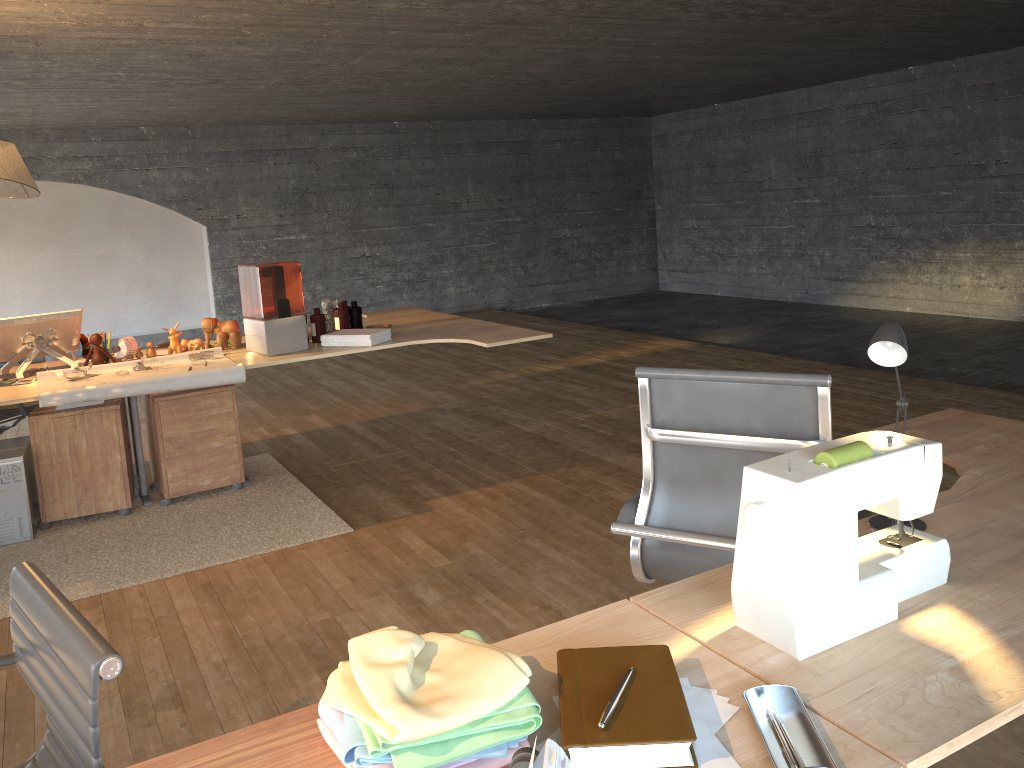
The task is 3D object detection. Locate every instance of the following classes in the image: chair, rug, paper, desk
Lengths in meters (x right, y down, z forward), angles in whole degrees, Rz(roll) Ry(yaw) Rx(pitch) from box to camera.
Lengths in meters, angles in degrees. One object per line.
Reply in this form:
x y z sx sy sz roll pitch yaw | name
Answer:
0.596 0.422 2.213 0.653 1.003 0.693 1 9 31 | chair
-2.055 0.716 4.146 2.214 0.005 1.614 -10 13 -28 | rug
-0.816 0.804 1.230 0.691 0.849 0.655 -12 11 -41 | chair
-1.748 -0.031 4.151 0.856 0.112 0.587 -10 13 -27 | paper
-2.788 0.219 4.731 0.652 0.849 0.694 -1 9 18 | chair
-0.135 0.737 1.624 3.528 0.730 1.649 -10 12 -27 | desk
-1.749 0.241 4.569 3.490 0.729 3.287 -10 13 -28 | desk

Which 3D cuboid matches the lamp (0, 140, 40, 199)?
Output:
-3.269 0.380 1.491 0.385 1.907 6.333 -2 11 18 | lamp

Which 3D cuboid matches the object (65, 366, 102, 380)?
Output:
-2.020 -0.060 4.162 0.054 0.063 0.161 1 12 28 | object

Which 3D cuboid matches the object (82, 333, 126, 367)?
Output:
-2.068 -0.168 4.421 0.225 0.176 0.095 -4 8 0 | object

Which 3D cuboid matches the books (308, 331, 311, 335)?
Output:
-1.336 -0.291 5.088 0.319 0.044 0.310 -9 13 -23 | books

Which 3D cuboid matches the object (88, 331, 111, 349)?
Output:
-2.089 -0.184 4.497 0.101 0.174 0.105 -11 10 -41 | object

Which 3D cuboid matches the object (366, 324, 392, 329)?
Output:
-0.730 -0.293 4.861 0.147 0.054 0.148 5 14 37 | object

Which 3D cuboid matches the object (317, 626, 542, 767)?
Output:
-0.112 0.396 1.142 0.254 0.128 0.258 -9 12 -25 | object

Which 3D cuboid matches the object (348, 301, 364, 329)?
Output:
-0.884 -0.375 4.983 0.080 0.185 0.080 -7 8 -20 | object

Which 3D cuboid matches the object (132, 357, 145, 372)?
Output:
-1.819 -0.099 4.295 0.049 0.055 0.131 -9 12 -27 | object

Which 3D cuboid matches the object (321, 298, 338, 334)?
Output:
-1.023 -0.376 4.989 0.095 0.212 0.099 -8 8 -30 | object

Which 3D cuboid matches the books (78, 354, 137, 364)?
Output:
-2.156 -0.136 4.696 0.217 0.012 0.331 -14 15 -40 | books

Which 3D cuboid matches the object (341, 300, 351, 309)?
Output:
-0.955 -0.385 5.053 0.080 0.185 0.080 -7 8 -20 | object

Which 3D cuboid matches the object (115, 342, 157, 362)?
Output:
-1.960 -0.181 4.587 0.216 0.119 0.075 -6 8 -9 | object

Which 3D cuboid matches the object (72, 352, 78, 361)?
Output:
-2.355 -0.188 4.728 0.046 0.130 0.045 -9 8 -33 | object

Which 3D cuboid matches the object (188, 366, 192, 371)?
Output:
-1.523 -0.072 4.177 0.012 0.009 0.127 -7 12 -14 | object

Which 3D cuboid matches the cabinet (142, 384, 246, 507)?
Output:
-1.712 0.292 4.707 0.429 0.565 0.429 -9 10 -30 | cabinet

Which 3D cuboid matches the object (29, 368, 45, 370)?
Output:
-2.421 -0.075 4.500 0.125 0.009 0.012 1 11 24 | object

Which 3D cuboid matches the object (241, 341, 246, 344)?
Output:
-1.528 -0.229 4.930 0.128 0.013 0.144 4 14 34 | object

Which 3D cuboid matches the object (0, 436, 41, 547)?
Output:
-2.433 0.511 4.278 0.201 0.406 0.485 -7 10 -23 | object

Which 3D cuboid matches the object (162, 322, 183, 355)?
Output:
-1.750 -0.228 4.570 0.084 0.187 0.095 -5 7 -4 | object

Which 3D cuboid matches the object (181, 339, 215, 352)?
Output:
-1.690 -0.207 4.714 0.144 0.080 0.183 -4 11 2 | object

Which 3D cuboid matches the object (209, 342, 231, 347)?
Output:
-1.641 -0.221 4.945 0.250 0.009 0.110 -8 12 -17 | object

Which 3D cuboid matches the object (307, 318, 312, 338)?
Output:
-1.146 -0.323 4.991 0.075 0.119 0.037 2 9 36 | object

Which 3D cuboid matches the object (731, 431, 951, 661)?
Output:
0.535 0.219 1.399 0.405 0.281 0.137 -9 9 -28 | object

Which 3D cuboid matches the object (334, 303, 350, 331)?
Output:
-0.951 -0.360 4.935 0.079 0.185 0.080 -5 7 -11 | object

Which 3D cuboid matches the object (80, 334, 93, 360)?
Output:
-2.200 -0.196 4.612 0.104 0.142 0.106 2 10 35 | object

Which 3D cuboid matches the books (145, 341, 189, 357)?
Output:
-1.837 -0.193 4.761 0.260 0.053 0.295 -2 12 12 | books

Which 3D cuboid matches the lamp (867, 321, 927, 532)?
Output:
0.752 0.075 1.718 0.209 0.404 0.105 -11 9 -42 | lamp

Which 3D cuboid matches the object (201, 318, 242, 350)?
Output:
-1.574 -0.276 4.778 0.198 0.175 0.131 -5 8 -4 | object

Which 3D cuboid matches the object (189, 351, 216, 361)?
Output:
-1.562 -0.143 4.453 0.134 0.042 0.022 -2 8 9 | object

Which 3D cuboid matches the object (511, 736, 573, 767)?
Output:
0.019 0.440 0.873 0.099 0.134 0.157 -3 9 7 | object

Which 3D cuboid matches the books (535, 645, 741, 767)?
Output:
0.159 0.418 1.128 0.260 0.053 0.295 -2 12 12 | books

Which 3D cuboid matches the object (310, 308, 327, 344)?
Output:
-1.043 -0.316 4.751 0.079 0.185 0.080 -5 7 -11 | object

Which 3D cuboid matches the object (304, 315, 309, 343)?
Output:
-1.142 -0.310 4.758 0.080 0.185 0.080 -7 8 -20 | object

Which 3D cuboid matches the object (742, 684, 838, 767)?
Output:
0.341 0.428 1.086 0.075 0.025 0.183 -4 12 2 | object

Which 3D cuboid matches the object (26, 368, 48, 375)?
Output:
-2.381 -0.066 4.406 0.107 0.024 0.098 -7 12 -14 | object

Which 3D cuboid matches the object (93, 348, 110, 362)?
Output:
-2.090 -0.137 4.502 0.077 0.081 0.078 -6 9 -9 | object

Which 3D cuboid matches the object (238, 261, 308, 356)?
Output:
-1.229 -0.396 4.538 0.224 0.453 0.271 -10 10 -38 | object

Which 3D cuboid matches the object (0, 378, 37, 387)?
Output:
-2.315 -0.014 4.135 0.138 0.022 0.110 -6 12 -8 | object

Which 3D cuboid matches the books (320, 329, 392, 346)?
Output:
-0.817 -0.244 4.631 0.309 0.057 0.224 1 12 22 | books

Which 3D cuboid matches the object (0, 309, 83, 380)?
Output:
-2.357 -0.205 4.402 0.398 0.296 0.288 -11 12 -37 | object

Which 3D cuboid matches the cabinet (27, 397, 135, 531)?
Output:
-2.175 0.372 4.481 0.427 0.565 0.477 -7 9 -20 | cabinet

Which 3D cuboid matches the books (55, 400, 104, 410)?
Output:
-2.182 0.036 4.448 0.221 0.108 0.312 -9 12 -26 | books

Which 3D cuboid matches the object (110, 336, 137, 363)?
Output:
-1.977 -0.171 4.506 0.099 0.134 0.157 -3 9 7 | object

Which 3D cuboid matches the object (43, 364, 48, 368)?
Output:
-2.424 -0.092 4.587 0.008 0.007 0.148 -10 13 -34 | object
